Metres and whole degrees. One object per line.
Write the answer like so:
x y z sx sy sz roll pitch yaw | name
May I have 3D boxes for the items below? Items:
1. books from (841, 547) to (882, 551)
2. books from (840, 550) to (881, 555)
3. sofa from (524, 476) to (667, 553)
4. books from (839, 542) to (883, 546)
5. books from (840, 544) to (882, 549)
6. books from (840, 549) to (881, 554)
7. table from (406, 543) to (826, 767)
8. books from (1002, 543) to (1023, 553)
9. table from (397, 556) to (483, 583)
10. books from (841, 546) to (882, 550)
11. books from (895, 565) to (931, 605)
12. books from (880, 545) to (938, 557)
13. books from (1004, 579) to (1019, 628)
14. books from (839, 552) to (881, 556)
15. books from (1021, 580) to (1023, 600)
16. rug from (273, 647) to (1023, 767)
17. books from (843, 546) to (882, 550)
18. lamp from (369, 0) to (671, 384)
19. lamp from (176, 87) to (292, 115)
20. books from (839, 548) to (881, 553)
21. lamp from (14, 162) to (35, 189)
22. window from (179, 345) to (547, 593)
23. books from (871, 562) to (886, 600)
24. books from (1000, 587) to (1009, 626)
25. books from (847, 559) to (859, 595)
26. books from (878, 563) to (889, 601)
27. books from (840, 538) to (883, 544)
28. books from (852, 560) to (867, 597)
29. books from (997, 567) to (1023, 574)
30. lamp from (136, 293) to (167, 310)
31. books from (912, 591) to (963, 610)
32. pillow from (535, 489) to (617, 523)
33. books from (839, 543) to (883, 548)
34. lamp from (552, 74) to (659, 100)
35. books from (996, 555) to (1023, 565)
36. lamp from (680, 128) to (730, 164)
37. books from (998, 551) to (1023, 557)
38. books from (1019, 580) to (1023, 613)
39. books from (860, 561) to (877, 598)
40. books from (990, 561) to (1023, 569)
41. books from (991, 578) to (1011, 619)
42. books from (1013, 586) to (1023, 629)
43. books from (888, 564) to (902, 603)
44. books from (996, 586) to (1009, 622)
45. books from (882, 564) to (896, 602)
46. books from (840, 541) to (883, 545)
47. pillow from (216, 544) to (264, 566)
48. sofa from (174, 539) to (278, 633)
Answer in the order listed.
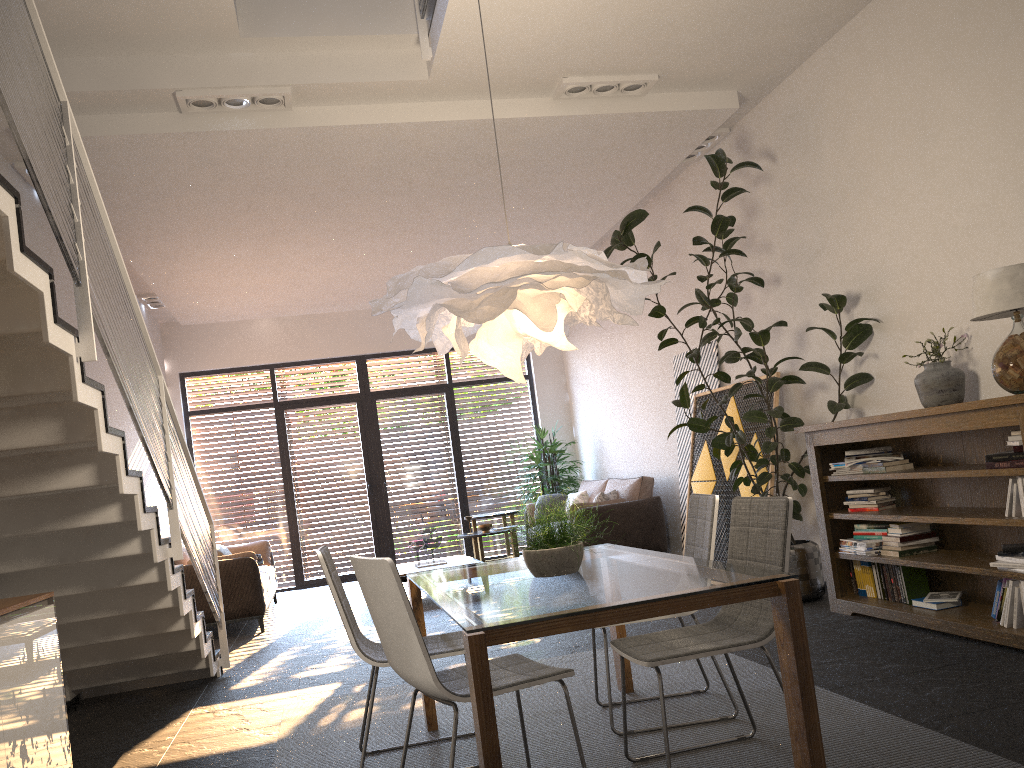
2.139 0.973 5.296 0.218 0.008 0.289 -7 -6 -7 | books
2.137 0.994 5.296 0.218 0.007 0.306 -7 -6 -8 | books
0.849 1.531 9.743 0.992 0.916 2.332 -7 -5 -13 | sofa
2.135 0.942 5.290 0.218 0.008 0.306 -7 -6 -9 | books
2.136 0.956 5.292 0.218 0.008 0.289 -7 -6 -9 | books
2.136 0.986 5.294 0.218 0.008 0.306 -7 -6 -8 | books
0.221 1.080 3.365 0.996 0.712 1.809 -7 -5 -13 | table
2.395 0.754 4.097 0.222 0.023 0.147 -11 -6 28 | books
-0.840 1.974 8.874 1.047 0.306 1.121 -6 -6 -13 | table
2.140 0.967 5.297 0.218 0.008 0.289 -7 -6 -7 | books
2.289 1.124 5.053 0.167 0.241 0.104 -7 -3 -13 | books
2.261 0.948 5.048 0.243 0.034 0.180 -7 -6 -10 | books
2.407 1.021 4.165 0.174 0.234 0.101 -7 -3 -13 | books
2.138 1.001 5.294 0.218 0.008 0.306 -6 -6 -13 | books
2.423 1.004 4.045 0.175 0.242 0.024 -7 -3 -12 | books
0.269 1.430 3.367 2.367 0.006 3.704 -6 -6 -13 | rug
2.140 0.960 5.289 0.218 0.006 0.306 -7 -6 -8 | books
-0.269 -2.564 3.543 1.117 5.198 1.065 -7 -3 -2 | lamp
-1.646 -1.701 5.277 0.644 0.066 0.254 -6 -6 -12 | lamp
2.134 0.979 5.296 0.218 0.013 0.306 -7 -6 -8 | books
-3.186 -1.415 6.109 0.253 0.066 0.648 -6 -6 -13 | lamp
-1.846 1.048 11.762 4.935 3.020 0.461 -6 -3 -12 | window
2.246 1.155 5.290 0.167 0.240 0.100 -7 -3 -13 | books
2.403 1.046 4.202 0.155 0.193 0.105 -7 -3 -13 | books
2.200 1.182 5.524 0.171 0.240 0.085 -7 -3 -13 | books
2.262 1.146 5.235 0.171 0.240 0.055 -7 -3 -12 | books
2.136 0.926 5.289 0.218 0.013 0.306 -7 -6 -8 | books
2.215 1.178 5.457 0.171 0.234 0.101 -7 -3 -13 | books
2.371 0.844 4.081 0.155 0.020 0.206 -7 -6 -3 | books
-3.984 -0.934 9.865 0.253 0.066 0.648 -6 -6 -13 | lamp
2.330 1.192 4.864 0.259 0.050 0.270 -11 -7 32 | books
0.694 1.365 9.760 0.617 0.342 1.902 -6 -6 -13 | pillow
2.133 0.949 5.289 0.218 0.008 0.306 -7 -6 -9 | books
0.604 -1.949 5.776 0.644 0.066 0.254 -6 -6 -12 | lamp
2.386 0.800 4.084 0.175 0.023 0.244 -7 -6 -3 | books
1.494 -1.930 7.146 0.253 0.066 0.648 -6 -6 -13 | lamp
2.393 0.778 4.101 0.154 0.022 0.206 -4 -7 -32 | books
2.443 1.007 4.098 0.175 0.242 0.024 -7 -3 -12 | books
2.232 1.166 5.377 0.171 0.235 0.108 -7 -3 -13 | books
2.368 0.824 4.077 0.174 0.019 0.245 -5 -6 -23 | books
2.454 1.037 4.336 0.171 0.227 0.165 -7 -4 -13 | books
2.416 1.035 4.140 0.155 0.202 0.073 -7 -3 -12 | books
2.285 1.132 5.125 0.171 0.240 0.085 -7 -3 -13 | books
2.426 1.057 4.257 0.146 0.183 0.147 -7 -4 -9 | books
2.274 1.148 5.183 0.171 0.224 0.083 -7 -3 -12 | books
2.138 0.934 5.290 0.218 0.008 0.306 -7 -6 -8 | books
-3.237 1.911 9.354 0.957 0.706 1.020 -8 -5 12 | pillow
-2.943 1.948 8.903 0.992 0.916 2.332 -7 -5 -13 | sofa
